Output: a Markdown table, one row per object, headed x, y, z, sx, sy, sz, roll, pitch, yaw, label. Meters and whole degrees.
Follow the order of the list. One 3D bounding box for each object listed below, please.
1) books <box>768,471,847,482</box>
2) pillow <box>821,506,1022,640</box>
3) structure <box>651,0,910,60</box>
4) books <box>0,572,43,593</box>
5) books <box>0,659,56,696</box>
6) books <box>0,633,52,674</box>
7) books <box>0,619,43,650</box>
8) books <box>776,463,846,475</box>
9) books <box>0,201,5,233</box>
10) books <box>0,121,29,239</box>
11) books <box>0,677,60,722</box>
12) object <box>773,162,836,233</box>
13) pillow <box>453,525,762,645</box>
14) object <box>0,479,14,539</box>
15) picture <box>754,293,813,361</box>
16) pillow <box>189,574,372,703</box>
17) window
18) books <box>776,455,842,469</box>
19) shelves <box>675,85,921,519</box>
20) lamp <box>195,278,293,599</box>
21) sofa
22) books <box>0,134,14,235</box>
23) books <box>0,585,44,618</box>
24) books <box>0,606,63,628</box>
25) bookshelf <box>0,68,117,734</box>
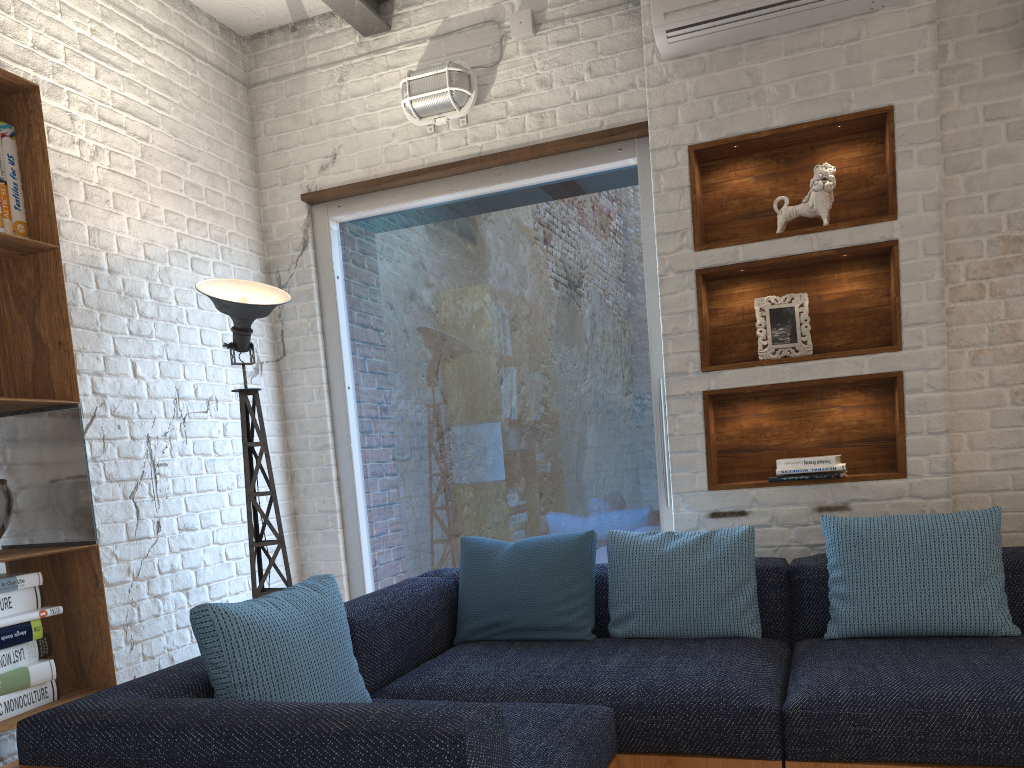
| x | y | z | sx | sy | sz | roll | pitch | yaw | label |
| --- | --- | --- | --- | --- | --- | --- | --- | --- | --- |
| 1.089 | 0.340 | 3.206 | 0.254 | 0.017 | 0.161 | -7 | -5 | 30 | books |
| 1.573 | 0.554 | 2.631 | 1.217 | 0.421 | 0.251 | -6 | 2 | 20 | pillow |
| 0.884 | -1.325 | 2.903 | 0.818 | 0.222 | 0.198 | -6 | 0 | 20 | structure |
| -1.469 | 0.537 | 2.262 | 0.245 | 0.036 | 0.377 | -6 | -5 | 20 | books |
| -1.451 | 0.791 | 2.284 | 0.284 | 0.056 | 0.360 | -6 | -5 | 22 | books |
| -1.437 | 0.730 | 2.283 | 0.245 | 0.065 | 0.378 | -5 | -5 | 6 | books |
| -1.441 | 0.666 | 2.247 | 0.256 | 0.056 | 0.325 | -6 | -5 | 15 | books |
| 1.101 | 0.312 | 3.206 | 0.237 | 0.019 | 0.170 | -7 | -5 | 22 | books |
| -1.489 | -0.537 | 2.326 | 0.256 | 0.332 | 0.054 | -4 | 5 | 20 | books |
| -1.477 | -0.529 | 2.424 | 0.256 | 0.332 | 0.054 | -4 | 5 | 20 | books |
| -1.428 | 0.849 | 2.284 | 0.245 | 0.065 | 0.378 | -6 | -5 | 14 | books |
| 1.051 | -0.660 | 3.130 | 0.217 | 0.245 | 0.110 | -4 | 4 | 28 | object |
| 0.312 | 0.722 | 3.112 | 1.111 | 0.403 | 0.240 | -6 | 2 | 19 | pillow |
| -1.502 | 0.359 | 2.235 | 0.400 | 0.202 | 0.402 | -3 | -3 | -29 | object |
| 1.000 | -0.209 | 3.221 | 0.194 | 0.246 | 0.101 | -4 | 4 | 11 | picture |
| -0.559 | 0.706 | 2.199 | 0.225 | 0.410 | 0.551 | -4 | -1 | 19 | pillow |
| 4.892 | -2.343 | 1.957 | 12.394 | 6.475 | 0.634 | -6 | 5 | 20 | window |
| 1.093 | 0.287 | 3.207 | 0.207 | 0.034 | 0.131 | -7 | -5 | 30 | books |
| 1.042 | -0.237 | 3.192 | 0.772 | 1.438 | 0.188 | -3 | 6 | 20 | shelves |
| -0.694 | 0.505 | 3.339 | 0.868 | 1.859 | 0.499 | -5 | 5 | -8 | lamp |
| 1.165 | 0.830 | 2.072 | 3.968 | 0.664 | 2.066 | -6 | -4 | 20 | sofa |
| -1.480 | -0.561 | 2.370 | 0.245 | 0.386 | 0.036 | -4 | 6 | 20 | books |
| -1.467 | 0.589 | 2.273 | 0.245 | 0.065 | 0.378 | -6 | -5 | 14 | books |
| -1.450 | 0.630 | 2.263 | 0.273 | 0.021 | 0.442 | -6 | -5 | 20 | books |
| -1.584 | 0.277 | 1.915 | 0.367 | 2.217 | 1.299 | -3 | 3 | 20 | bookshelf |
